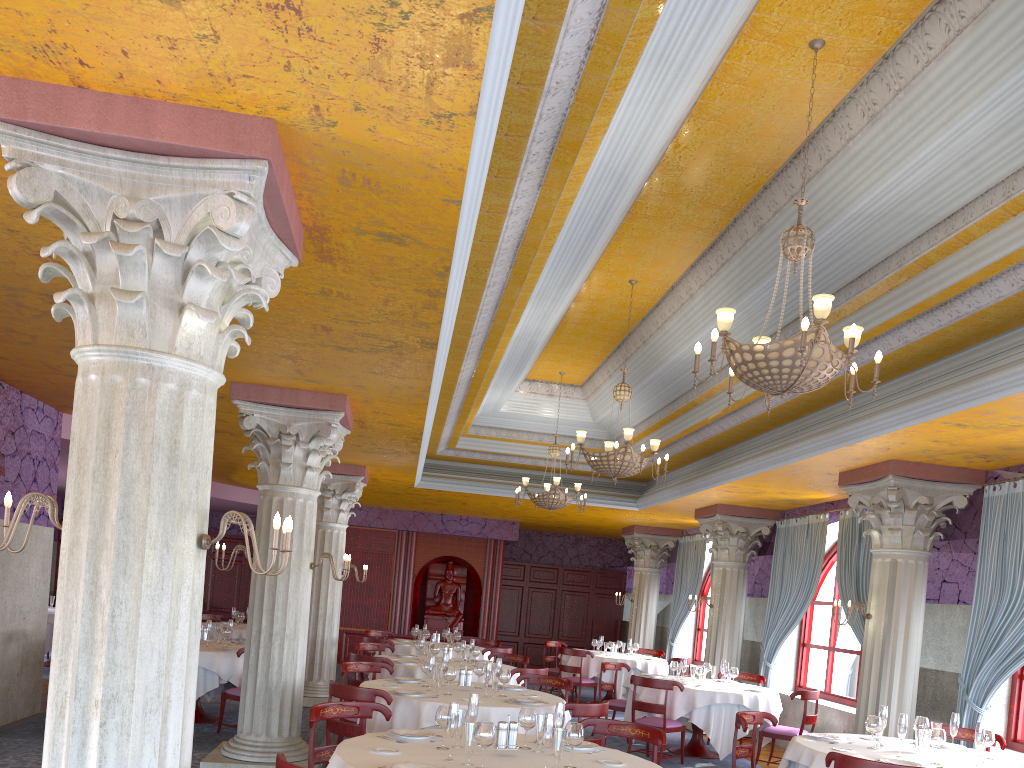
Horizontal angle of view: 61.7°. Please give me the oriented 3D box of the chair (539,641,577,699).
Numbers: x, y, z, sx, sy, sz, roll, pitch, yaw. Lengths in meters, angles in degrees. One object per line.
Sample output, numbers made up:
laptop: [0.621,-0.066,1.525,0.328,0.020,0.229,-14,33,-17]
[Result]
chair: [0.943,5.700,17.096,0.641,1.085,0.763,3,-4,38]

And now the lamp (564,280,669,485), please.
lamp: [1.182,-0.043,9.059,0.950,2.167,0.973,4,-2,38]

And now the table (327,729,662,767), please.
table: [-0.084,2.694,5.073,2.085,0.944,2.141,6,-11,-6]

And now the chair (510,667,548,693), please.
chair: [0.064,4.004,10.540,0.641,1.085,0.763,3,-4,38]

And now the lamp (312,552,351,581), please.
lamp: [-1.778,1.800,8.454,0.385,0.272,0.344,8,-9,-19]

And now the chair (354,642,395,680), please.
chair: [-1.875,4.199,12.023,0.641,1.085,0.763,3,-4,38]

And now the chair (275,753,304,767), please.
chair: [-0.818,2.336,4.094,0.743,1.086,0.658,2,-4,38]

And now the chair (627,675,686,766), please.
chair: [1.804,4.183,10.638,0.743,1.086,0.658,2,-4,38]

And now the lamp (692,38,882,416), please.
lamp: [1.711,-0.975,5.094,0.950,2.167,0.973,4,-2,38]

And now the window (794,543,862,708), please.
window: [4.906,3.205,11.818,0.160,2.516,3.639,5,-9,-6]

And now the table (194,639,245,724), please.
table: [-4.003,3.769,10.835,2.085,0.944,2.140,6,-11,-6]

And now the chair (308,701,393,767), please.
chair: [-1.046,2.739,5.810,0.641,1.085,0.763,3,-4,38]

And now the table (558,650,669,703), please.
table: [1.905,5.655,16.358,2.085,0.944,2.140,6,-11,-6]

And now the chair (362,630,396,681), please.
chair: [-2.314,4.971,15.311,0.641,1.085,0.763,3,-4,38]

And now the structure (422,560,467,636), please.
structure: [-1.572,5.052,20.164,0.968,1.840,0.642,5,0,-7]

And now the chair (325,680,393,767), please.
chair: [-1.242,3.083,7.275,0.743,1.086,0.658,2,-4,38]

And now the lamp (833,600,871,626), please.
lamp: [3.685,2.494,9.304,0.385,0.272,0.344,8,-9,-19]

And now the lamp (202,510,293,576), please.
lamp: [-1.148,0.691,3.734,0.385,0.272,0.344,8,-9,-19]

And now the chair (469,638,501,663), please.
chair: [-0.603,5.180,15.544,0.743,1.086,0.658,2,-4,38]

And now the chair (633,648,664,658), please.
chair: [2.653,5.909,17.329,0.743,1.086,0.658,2,-4,38]

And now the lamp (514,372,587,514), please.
lamp: [0.662,0.873,12.961,0.950,2.167,0.973,4,-2,38]

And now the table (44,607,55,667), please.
table: [-7.909,4.446,14.980,2.085,0.944,2.140,6,-11,-6]

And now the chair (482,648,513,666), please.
chair: [-0.374,4.777,13.828,0.641,1.085,0.763,3,-4,38]

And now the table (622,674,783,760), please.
table: [2.538,4.541,11.617,2.085,0.944,2.140,6,-11,-6]

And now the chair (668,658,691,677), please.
chair: [2.882,5.506,15.613,0.641,1.085,0.763,3,-4,38]

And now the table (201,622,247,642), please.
table: [-4.567,4.762,15.059,2.085,0.944,2.140,6,-11,-6]

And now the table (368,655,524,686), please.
table: [-0.913,4.154,11.286,2.085,0.944,2.140,6,-11,-6]

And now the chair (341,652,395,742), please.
chair: [-1.646,3.795,10.307,0.743,1.086,0.658,2,-4,38]

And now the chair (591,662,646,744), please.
chair: [1.576,4.586,12.355,0.641,1.085,0.763,3,-4,38]

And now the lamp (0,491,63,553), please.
lamp: [-2.104,0.600,3.709,0.385,0.272,0.344,8,-9,-19]

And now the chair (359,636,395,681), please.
chair: [-2.085,4.568,13.595,0.743,1.086,0.658,2,-4,38]

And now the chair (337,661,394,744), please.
chair: [-1.471,3.486,8.991,0.641,1.085,0.763,3,-4,38]

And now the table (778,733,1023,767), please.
table: [3.193,3.387,6.703,2.085,0.944,2.141,6,-11,-6]

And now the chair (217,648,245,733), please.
chair: [-3.026,3.619,10.089,0.641,1.085,0.763,3,-4,38]

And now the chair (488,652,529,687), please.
chair: [-0.165,4.408,12.256,0.743,1.086,0.658,2,-4,38]

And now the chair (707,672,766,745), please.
chair: [3.286,4.795,12.588,0.743,1.086,0.658,2,-4,38]

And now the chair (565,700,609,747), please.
chair: [0.469,3.292,7.508,0.641,1.085,0.763,3,-4,38]

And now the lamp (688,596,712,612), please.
lamp: [3.060,3.595,13.990,0.385,0.272,0.344,8,-9,-19]

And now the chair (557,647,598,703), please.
chair: [1.172,5.297,15.379,0.743,1.086,0.658,2,-4,38]

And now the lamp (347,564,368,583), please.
lamp: [-2.409,2.912,13.186,0.385,0.272,0.344,8,-9,-19]

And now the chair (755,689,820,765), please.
chair: [3.515,4.392,10.872,0.641,1.085,0.763,3,-4,38]

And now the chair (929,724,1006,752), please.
chair: [3.941,3.641,7.674,0.743,1.086,0.658,2,-4,38]

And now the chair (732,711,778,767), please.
chair: [2.231,3.432,7.441,0.641,1.085,0.763,3,-4,38]

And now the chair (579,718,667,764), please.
chair: [0.664,2.948,6.043,0.743,1.086,0.658,2,-4,38]

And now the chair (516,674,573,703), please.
chair: [0.240,3.695,9.224,0.743,1.086,0.658,2,-4,38]

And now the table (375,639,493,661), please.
table: [-1.352,4.926,14.573,2.085,0.944,2.140,6,-11,-6]

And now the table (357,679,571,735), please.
table: [-0.509,3.441,8.253,2.085,0.944,2.140,6,-11,-6]

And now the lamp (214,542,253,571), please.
lamp: [-2.734,1.710,8.429,0.385,0.272,0.344,8,-9,-19]

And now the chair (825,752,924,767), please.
chair: [2.460,3.028,5.725,0.743,1.086,0.658,2,-4,38]
